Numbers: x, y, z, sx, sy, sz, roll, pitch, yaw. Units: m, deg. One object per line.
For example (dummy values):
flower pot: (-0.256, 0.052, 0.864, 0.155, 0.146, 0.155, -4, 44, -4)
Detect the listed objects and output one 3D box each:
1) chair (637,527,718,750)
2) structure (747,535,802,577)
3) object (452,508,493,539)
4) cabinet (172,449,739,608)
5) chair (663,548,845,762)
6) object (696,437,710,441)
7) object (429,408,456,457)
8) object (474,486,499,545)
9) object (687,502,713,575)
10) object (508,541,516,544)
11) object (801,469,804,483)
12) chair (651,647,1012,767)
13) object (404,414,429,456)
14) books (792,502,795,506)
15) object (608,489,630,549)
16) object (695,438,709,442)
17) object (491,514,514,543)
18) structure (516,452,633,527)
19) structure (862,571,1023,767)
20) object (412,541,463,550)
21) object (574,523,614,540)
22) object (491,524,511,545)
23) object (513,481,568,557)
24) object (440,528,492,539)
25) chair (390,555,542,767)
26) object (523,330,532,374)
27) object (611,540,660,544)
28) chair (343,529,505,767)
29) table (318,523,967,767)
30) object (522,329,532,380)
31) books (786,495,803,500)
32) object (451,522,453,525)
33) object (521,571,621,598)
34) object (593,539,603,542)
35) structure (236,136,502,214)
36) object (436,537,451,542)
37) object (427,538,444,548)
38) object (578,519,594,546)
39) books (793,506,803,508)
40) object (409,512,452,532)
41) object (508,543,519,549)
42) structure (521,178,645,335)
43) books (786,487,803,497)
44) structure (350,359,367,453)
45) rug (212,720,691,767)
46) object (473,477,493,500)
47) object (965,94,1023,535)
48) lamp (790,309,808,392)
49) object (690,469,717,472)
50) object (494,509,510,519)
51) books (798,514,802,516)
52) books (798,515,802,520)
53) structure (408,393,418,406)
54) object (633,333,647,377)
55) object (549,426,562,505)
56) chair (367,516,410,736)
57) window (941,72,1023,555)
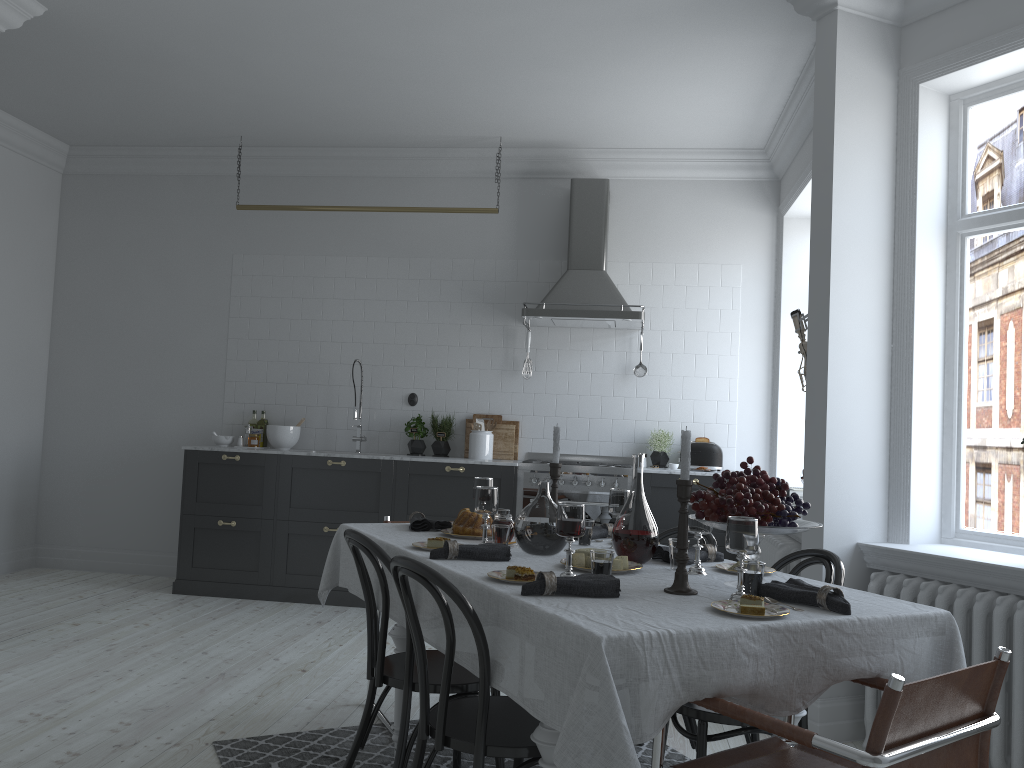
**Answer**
chair: (0.470, 0.995, 3.328, 0.564, 0.909, 0.463, 4, -3, -29)
structure: (1.570, 1.253, 5.376, 0.245, 0.753, 1.673, 2, -3, 7)
object: (-0.155, 0.532, 3.387, 0.191, 0.105, 0.164, 1, -3, 27)
cabinet: (-0.387, 1.058, 6.291, 3.897, 1.012, 0.646, 2, -3, 7)
chair: (0.746, 0.981, 2.820, 0.564, 0.909, 0.463, 3, -3, -14)
object: (1.359, 0.434, 6.337, 0.107, 0.110, 0.010, 2, -3, 12)
object: (-0.520, 0.354, 6.538, 0.196, 0.367, 0.186, 5, -4, -38)
object: (-0.090, 0.459, 3.021, 0.083, 0.215, 0.083, 2, -3, 12)
object: (0.569, 0.473, 2.709, 0.083, 0.215, 0.083, 2, -3, 3)
object: (0.002, 0.557, 3.128, 0.031, 0.031, 0.167, 0, -4, 42)
object: (1.820, 0.563, 5.353, 0.147, 0.148, 0.147, 3, -3, -2)
chair: (0.687, 0.969, 1.961, 0.546, 0.837, 0.593, 5, -4, -38)
object: (-0.712, 0.375, 6.576, 0.172, 0.311, 0.179, 2, -3, 18)
books: (1.769, 0.718, 5.337, 0.259, 0.031, 0.328, 2, -3, 5)
object: (0.390, 0.491, 3.219, 0.083, 0.215, 0.083, 2, -3, 12)
object: (1.343, 0.434, 6.261, 0.107, 0.110, 0.010, 2, -3, 12)
object: (-0.032, 0.528, 3.243, 0.091, 0.101, 0.091, 5, -4, -38)
structure: (0.440, 1.048, 6.186, 0.779, 1.096, 0.651, 2, -3, 7)
structure: (1.958, 1.149, 3.069, 0.245, 0.753, 1.710, 4, -3, -30)
object: (-0.247, 0.550, 2.997, 0.182, 0.013, 0.182, 1, -3, 22)
object: (0.306, 0.581, 3.525, 0.247, 0.061, 0.165, 5, -4, -43)
object: (-0.038, 0.516, 2.937, 0.066, 0.094, 0.066, 3, -3, -4)
object: (0.102, 0.449, 2.966, 0.194, 0.245, 0.194, 3, -3, -9)
object: (-0.147, 0.574, 3.390, 0.251, 0.018, 0.251, 2, -3, 7)
chair: (-0.074, 0.924, 2.445, 0.564, 0.909, 0.463, 5, -4, -34)
object: (0.120, -0.243, 6.544, 0.066, 0.332, 0.024, 2, -3, 12)
object: (0.465, 0.601, 3.344, 0.182, 0.013, 0.182, 2, -3, 7)
chair: (-0.301, 0.941, 2.968, 0.564, 0.909, 0.463, 4, -3, -29)
table: (0.185, 0.989, 2.903, 1.210, 0.842, 2.179, 4, -3, -26)
object: (0.117, -0.221, 6.510, 0.074, 0.381, 0.076, 3, -3, -12)
books: (1.781, 0.687, 5.326, 0.287, 0.031, 0.351, 2, -3, 7)
object: (-0.177, 0.591, 3.705, 0.182, 0.013, 0.182, 2, -3, 7)
object: (0.163, 0.507, 2.243, 0.247, 0.061, 0.165, 5, -4, -43)
object: (0.361, 0.600, 3.412, 0.131, 0.012, 0.031, 5, -4, -40)
structure: (-1.065, -1.533, 6.473, 1.988, 0.556, 0.053, 2, -3, 7)
object: (-0.237, 0.539, 3.016, 0.057, 0.037, 0.021, 1, -3, 25)
object: (-0.258, 0.537, 2.990, 0.057, 0.037, 0.021, 3, -3, -2)
object: (0.268, 0.547, 3.257, 0.066, 0.094, 0.066, 3, -3, -4)
books: (1.735, 0.710, 4.958, 0.274, 0.016, 0.341, 2, -3, 9)
object: (-0.382, 0.551, 3.554, 0.165, 0.061, 0.247, 5, -4, -43)
object: (0.014, 0.572, 3.143, 0.075, 0.009, 0.150, 0, -4, 42)
structure: (0.535, -0.926, 6.328, 0.843, 1.079, 0.567, 2, -3, 7)
books: (1.780, 0.653, 5.340, 0.259, 0.038, 0.325, 2, -3, 9)
structure: (-1.141, 0.163, 6.527, 0.100, 0.692, 0.266, 2, -3, 7)
rug: (0.065, 1.392, 2.806, 1.701, 0.021, 2.166, 4, -3, -25)
object: (-0.119, 0.488, 3.591, 0.083, 0.215, 0.083, 2, -3, 12)
object: (-9.885, -1.280, 3.178, 72.085, 19.432, 33.873, 4, -3, -28)
lamp: (1.395, 0.131, 4.104, 0.131, 0.977, 0.312, 4, -3, -18)
object: (1.287, 0.588, 6.030, 0.209, 0.011, 0.209, 0, -4, 45)
object: (-0.043, 0.547, 3.531, 0.066, 0.094, 0.066, 3, -3, -4)
books: (1.726, 0.727, 4.962, 0.254, 0.019, 0.337, 2, -3, 5)
books: (1.723, 0.746, 4.955, 0.254, 0.019, 0.343, 2, -3, 7)
structure: (-0.752, 0.117, 6.702, 0.079, 0.103, 0.032, 2, -3, 7)
object: (0.935, -0.212, 6.430, 0.101, 0.331, 0.030, 2, -3, 18)
object: (0.155, 0.369, 3.214, 0.089, 0.432, 0.089, 1, -3, 30)
chair: (-0.285, 1.024, 3.849, 0.546, 0.837, 0.593, 4, -3, -21)
window: (2.505, -0.326, 3.120, 0.061, 2.080, 2.079, 4, -3, -30)
